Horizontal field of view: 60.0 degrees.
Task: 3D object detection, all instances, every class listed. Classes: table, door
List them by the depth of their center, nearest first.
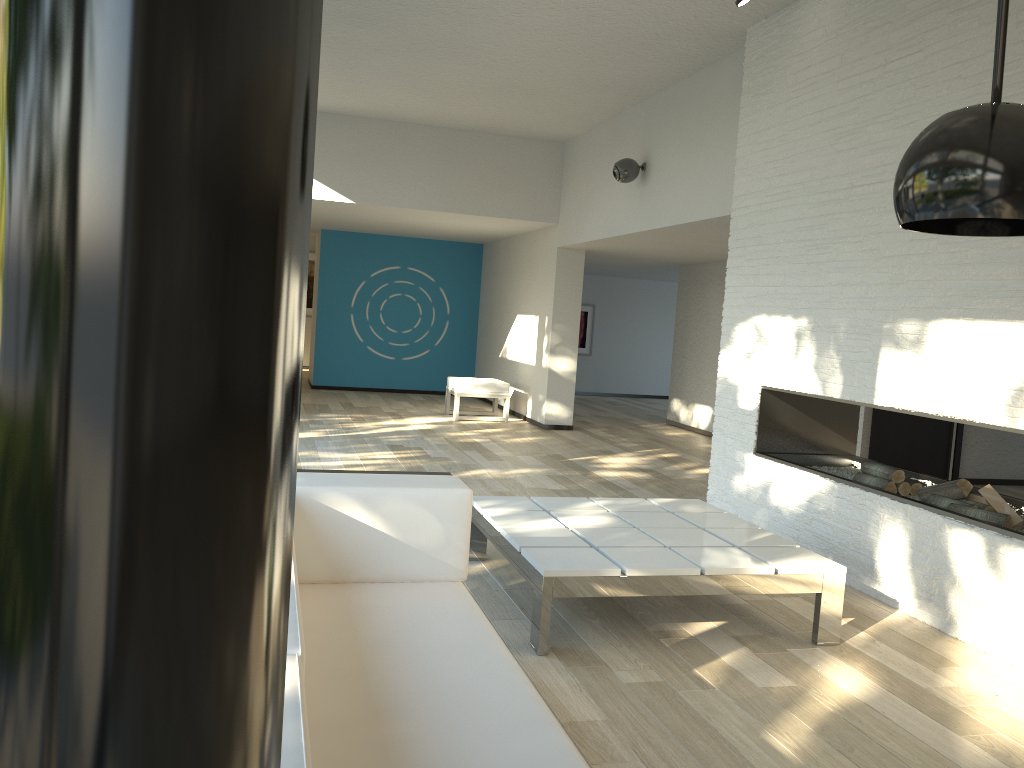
[{"bbox_3d":[0.527,0.771,3.835,1.220,0.305,1.221,3,4,-16],"label":"table"},{"bbox_3d":[3.485,-0.126,7.543,0.920,1.946,0.108,3,4,-16],"label":"door"}]

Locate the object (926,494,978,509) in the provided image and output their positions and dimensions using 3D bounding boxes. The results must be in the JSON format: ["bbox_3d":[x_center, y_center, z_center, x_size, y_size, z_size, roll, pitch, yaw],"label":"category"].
[{"bbox_3d":[1.984,0.556,3.994,0.075,0.074,0.246,3,4,-17],"label":"object"}]

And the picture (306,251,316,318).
[{"bbox_3d":[-3.762,-1.790,15.793,1.378,1.190,0.017,3,4,-16],"label":"picture"}]

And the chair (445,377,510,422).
[{"bbox_3d":[-0.401,0.170,10.153,0.611,0.442,0.611,3,4,-16],"label":"chair"}]

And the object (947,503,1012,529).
[{"bbox_3d":[1.999,0.572,3.800,0.075,0.074,0.246,1,5,-37],"label":"object"}]

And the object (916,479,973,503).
[{"bbox_3d":[1.996,0.501,4.097,0.093,0.170,0.272,3,4,-17],"label":"object"}]

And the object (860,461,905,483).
[{"bbox_3d":[1.886,0.447,4.515,0.082,0.073,0.237,3,4,-17],"label":"object"}]

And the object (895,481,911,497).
[{"bbox_3d":[1.917,0.513,4.518,0.076,0.076,0.236,3,4,-17],"label":"object"}]

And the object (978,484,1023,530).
[{"bbox_3d":[2.119,0.531,3.841,0.064,0.165,0.226,3,4,-17],"label":"object"}]

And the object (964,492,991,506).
[{"bbox_3d":[2.093,0.519,4.043,0.064,0.060,0.229,3,4,-15],"label":"object"}]

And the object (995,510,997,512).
[{"bbox_3d":[2.132,0.564,4.032,0.082,0.073,0.237,3,4,-17],"label":"object"}]

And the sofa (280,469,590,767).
[{"bbox_3d":[0.006,0.713,1.794,1.545,0.654,2.406,3,4,-16],"label":"sofa"}]

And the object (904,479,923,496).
[{"bbox_3d":[1.991,0.516,4.549,0.082,0.073,0.237,3,4,-17],"label":"object"}]

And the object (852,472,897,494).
[{"bbox_3d":[1.843,0.508,4.511,0.075,0.074,0.246,3,4,-17],"label":"object"}]

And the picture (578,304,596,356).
[{"bbox_3d":[0.866,-0.893,14.263,0.958,0.828,0.017,3,4,-16],"label":"picture"}]

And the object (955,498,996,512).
[{"bbox_3d":[2.058,0.561,4.001,0.076,0.076,0.236,3,4,-17],"label":"object"}]

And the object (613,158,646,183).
[{"bbox_3d":[0.980,-1.745,7.273,0.315,0.203,0.201,3,4,-15],"label":"object"}]

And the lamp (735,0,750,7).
[{"bbox_3d":[1.272,-2.077,4.698,0.234,0.153,0.135,3,4,-16],"label":"lamp"}]

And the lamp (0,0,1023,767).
[{"bbox_3d":[0.412,0.118,0.824,0.283,2.022,1.754,6,4,27],"label":"lamp"}]
